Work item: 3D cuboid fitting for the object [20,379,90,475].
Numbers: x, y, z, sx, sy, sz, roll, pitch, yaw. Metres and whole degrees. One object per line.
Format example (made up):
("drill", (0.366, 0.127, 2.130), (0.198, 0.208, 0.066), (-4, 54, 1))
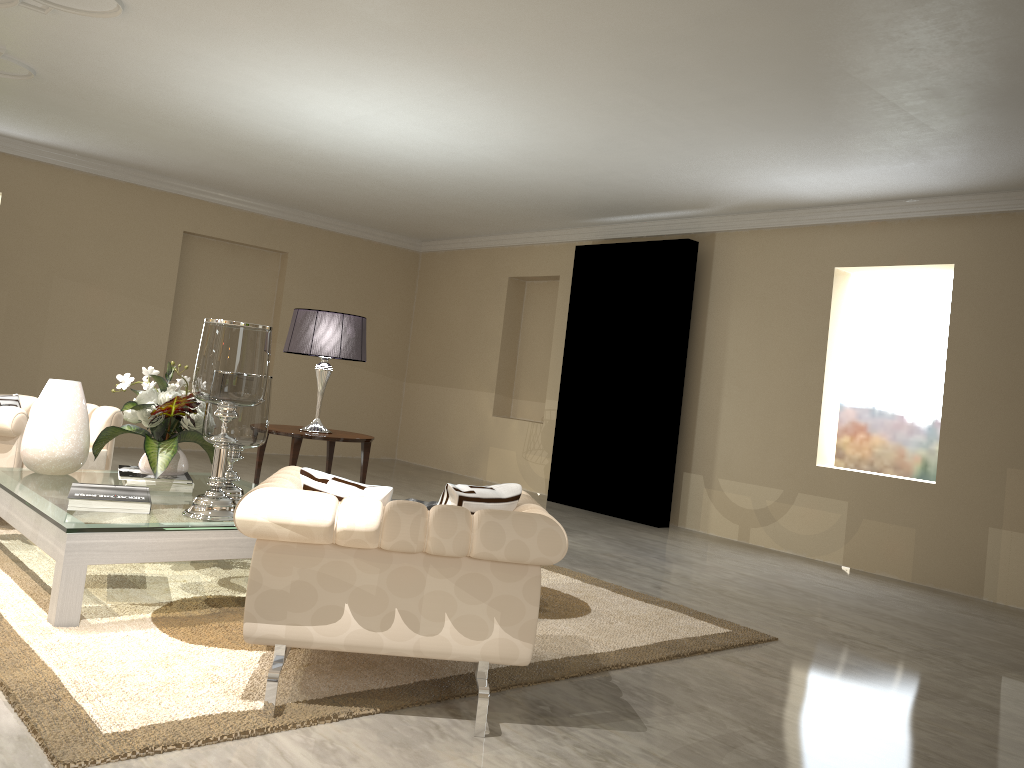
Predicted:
("object", (-1.876, 0.177, 3.663), (0.252, 0.387, 0.251), (4, -4, 44))

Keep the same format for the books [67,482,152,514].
("books", (-1.414, 0.401, 3.116), (0.259, 0.044, 0.351), (7, -1, -24))

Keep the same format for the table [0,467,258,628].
("table", (-1.379, 0.602, 3.450), (1.052, 0.346, 1.303), (7, -1, -42))

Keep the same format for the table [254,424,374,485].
("table", (-1.155, 0.519, 5.056), (0.671, 0.500, 0.675), (8, -2, -44))

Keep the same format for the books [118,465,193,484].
("books", (-1.482, 0.374, 3.672), (0.274, 0.016, 0.341), (7, 0, -24))

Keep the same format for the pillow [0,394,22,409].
("pillow", (-2.521, 0.161, 4.386), (0.164, 0.223, 0.250), (6, -2, 12))

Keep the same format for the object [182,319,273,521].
("object", (-1.011, 0.123, 3.127), (0.250, 0.685, 0.251), (9, -4, -37))

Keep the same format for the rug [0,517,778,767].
("rug", (-0.907, 0.793, 3.779), (2.660, 0.022, 2.976), (7, -1, -42))

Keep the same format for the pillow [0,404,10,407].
("pillow", (-2.438, 0.191, 4.234), (0.127, 0.187, 0.238), (7, -2, -6))

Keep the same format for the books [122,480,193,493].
("books", (-1.478, 0.411, 3.677), (0.253, 0.019, 0.343), (7, -1, -26))

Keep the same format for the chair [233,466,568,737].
("chair", (-0.335, 0.576, 2.553), (0.849, 0.554, 0.709), (7, -2, -7))

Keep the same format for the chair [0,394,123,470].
("chair", (-2.428, 0.344, 4.199), (0.734, 0.553, 0.847), (6, -1, 8))

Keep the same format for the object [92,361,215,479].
("object", (-1.417, 0.142, 3.700), (0.508, 0.476, 0.548), (8, -2, -41))

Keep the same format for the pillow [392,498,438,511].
("pillow", (-0.321, 0.416, 2.543), (0.251, 0.187, 0.128), (7, -3, -4))

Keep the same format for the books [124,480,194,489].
("books", (-1.475, 0.392, 3.672), (0.253, 0.019, 0.337), (7, -1, -28))

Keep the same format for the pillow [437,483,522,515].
("pillow", (-0.129, 0.399, 2.500), (0.185, 0.252, 0.282), (4, -3, 42))

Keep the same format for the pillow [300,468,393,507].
("pillow", (-0.449, 0.380, 2.437), (0.300, 0.270, 0.197), (6, -2, 18))

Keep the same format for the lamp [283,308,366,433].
("lamp", (-1.087, -0.068, 5.093), (0.475, 0.684, 0.472), (6, -3, 23))

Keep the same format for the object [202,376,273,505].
("object", (-1.059, 0.210, 3.374), (0.235, 0.506, 0.237), (9, -4, -44))
